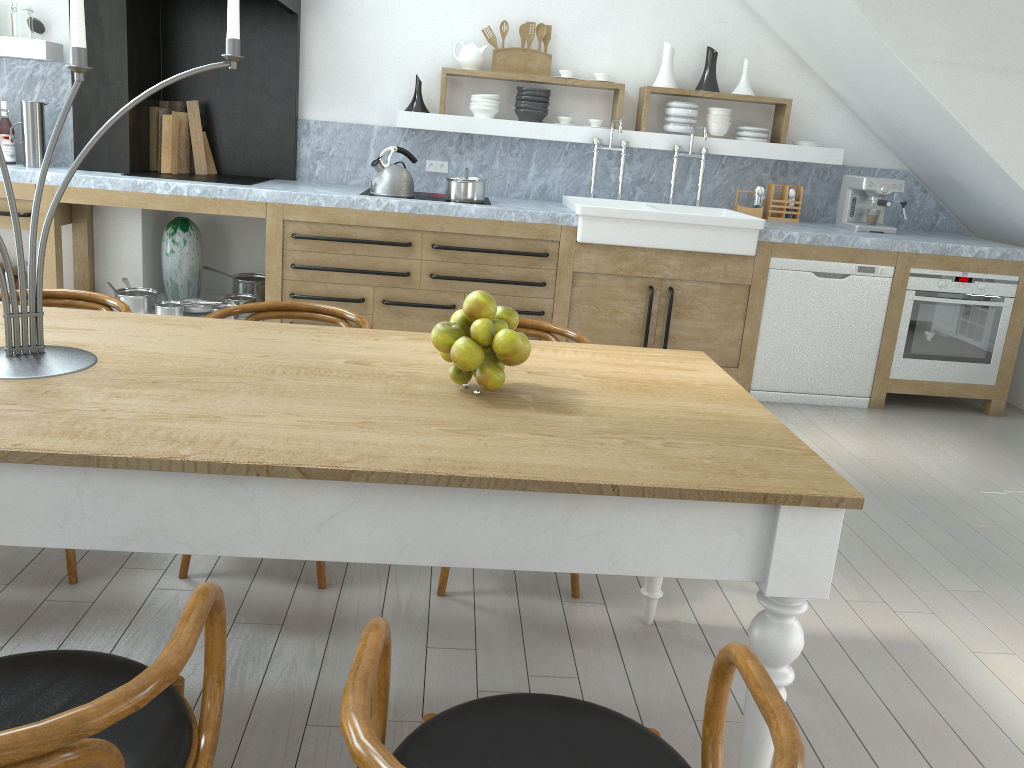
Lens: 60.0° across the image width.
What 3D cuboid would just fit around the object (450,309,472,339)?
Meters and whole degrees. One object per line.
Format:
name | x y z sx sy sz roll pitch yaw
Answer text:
object | -0.100 -0.128 1.911 0.072 0.070 0.066 -5 18 -34

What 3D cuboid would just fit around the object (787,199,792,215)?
object | 1.742 -1.122 5.553 0.018 0.194 0.023 6 14 3

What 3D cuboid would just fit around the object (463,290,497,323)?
object | -0.067 -0.160 1.862 0.072 0.074 0.073 4 15 -4

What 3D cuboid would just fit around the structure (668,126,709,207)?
structure | 1.110 -1.257 5.272 0.214 0.526 0.335 -1 16 -23

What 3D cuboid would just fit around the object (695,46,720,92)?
object | 1.200 -1.905 5.370 0.156 0.266 0.157 5 14 0

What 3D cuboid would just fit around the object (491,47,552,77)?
object | 0.058 -1.931 5.317 0.353 0.156 0.085 4 14 -4

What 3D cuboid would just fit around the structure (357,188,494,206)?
structure | -0.482 -1.047 5.040 0.737 0.041 0.652 4 16 -4

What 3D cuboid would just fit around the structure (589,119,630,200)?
structure | 0.624 -1.288 5.234 0.214 0.526 0.335 -1 16 -23

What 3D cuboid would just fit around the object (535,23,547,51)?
object | 0.163 -1.998 5.298 0.067 0.296 0.039 4 14 -4

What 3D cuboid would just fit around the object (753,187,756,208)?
object | 1.510 -1.131 5.515 0.022 0.194 0.019 1 15 -16

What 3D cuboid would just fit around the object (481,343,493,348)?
object | -0.052 -0.104 1.948 0.062 0.059 0.062 5 15 0

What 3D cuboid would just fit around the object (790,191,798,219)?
object | 1.760 -1.116 5.538 0.022 0.194 0.019 4 14 -4

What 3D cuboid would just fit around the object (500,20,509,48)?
object | -0.054 -2.018 5.298 0.055 0.297 0.028 4 14 -4

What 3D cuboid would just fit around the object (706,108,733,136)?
object | 1.260 -1.599 5.411 0.158 0.159 0.155 11 16 23

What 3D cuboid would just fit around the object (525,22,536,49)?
object | 0.100 -2.002 5.291 0.057 0.297 0.019 4 14 -4

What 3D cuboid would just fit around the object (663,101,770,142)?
object | 1.258 -1.603 5.435 0.657 0.194 0.199 4 15 -5

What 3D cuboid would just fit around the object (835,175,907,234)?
object | 2.179 -1.062 5.275 0.324 0.318 0.389 4 15 -4

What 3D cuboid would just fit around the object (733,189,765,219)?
object | 1.479 -1.124 5.535 0.173 0.170 0.101 4 14 -3

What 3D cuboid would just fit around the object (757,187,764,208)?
object | 1.532 -1.124 5.486 0.040 0.191 0.042 14 16 31

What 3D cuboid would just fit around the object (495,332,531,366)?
object | 0.002 -0.074 1.868 0.077 0.076 0.077 -6 18 -36

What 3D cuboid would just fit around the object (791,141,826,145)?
object | 1.843 -1.490 5.510 0.213 0.025 0.215 0 16 -16

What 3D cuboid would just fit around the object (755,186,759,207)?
object | 1.518 -1.132 5.522 0.018 0.195 0.020 6 14 5

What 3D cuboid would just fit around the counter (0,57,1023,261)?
counter | -0.210 -1.303 5.063 6.574 0.615 0.969 4 15 -4

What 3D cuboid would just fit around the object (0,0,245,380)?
object | -0.903 -0.468 1.760 0.775 0.869 0.267 -4 16 -30

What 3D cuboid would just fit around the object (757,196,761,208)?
object | 1.530 -1.126 5.505 0.018 0.194 0.023 3 14 -9

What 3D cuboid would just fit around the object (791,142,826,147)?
object | 1.842 -1.482 5.512 0.213 0.025 0.215 0 16 -16

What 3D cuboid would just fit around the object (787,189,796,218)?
object | 1.737 -1.117 5.523 0.042 0.191 0.040 -8 19 -43

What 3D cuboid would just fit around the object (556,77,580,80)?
object | 0.327 -1.838 5.341 0.164 0.012 0.165 8 16 12

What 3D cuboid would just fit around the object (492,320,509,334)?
object | -0.033 -0.114 1.885 0.053 0.050 0.053 -5 18 -32

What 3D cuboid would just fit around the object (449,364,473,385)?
object | -0.108 -0.024 1.883 0.051 0.050 0.050 5 15 -1

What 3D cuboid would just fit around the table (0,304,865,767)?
table | -1.138 0.325 1.937 3.348 0.793 1.026 4 15 -4

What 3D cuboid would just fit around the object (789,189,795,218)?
object | 1.750 -1.116 5.534 0.018 0.195 0.020 9 15 17

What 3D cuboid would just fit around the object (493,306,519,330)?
object | -0.016 -0.141 1.929 0.062 0.059 0.063 4 15 -4

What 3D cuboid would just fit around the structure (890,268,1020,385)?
structure | 2.465 -0.396 5.261 0.632 0.632 0.635 4 15 -4

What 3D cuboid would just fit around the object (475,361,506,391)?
object | -0.045 -0.017 1.852 0.064 0.063 0.064 7 15 6

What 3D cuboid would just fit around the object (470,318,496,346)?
object | -0.060 -0.107 1.821 0.053 0.057 0.058 7 15 10

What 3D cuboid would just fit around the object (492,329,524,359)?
object | -0.008 -0.082 1.808 0.062 0.063 0.063 -8 20 -40

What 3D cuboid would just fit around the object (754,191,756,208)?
object | 1.504 -1.117 5.498 0.044 0.177 0.020 -7 18 -38

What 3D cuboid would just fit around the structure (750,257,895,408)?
structure | 1.705 -0.354 5.230 0.724 0.817 0.603 4 15 -4

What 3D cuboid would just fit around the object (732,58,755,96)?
object | 1.421 -1.869 5.402 0.156 0.217 0.157 -1 16 -23

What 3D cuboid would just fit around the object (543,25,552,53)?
object | 0.199 -2.000 5.318 0.057 0.292 0.030 4 14 -4

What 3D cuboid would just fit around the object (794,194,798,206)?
object | 1.768 -1.111 5.558 0.044 0.177 0.020 -2 16 -26

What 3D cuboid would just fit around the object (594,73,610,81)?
object | 0.542 -1.847 5.352 0.098 0.048 0.099 3 15 -7

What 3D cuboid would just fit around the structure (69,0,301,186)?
structure | -1.769 -2.099 4.860 1.075 1.871 0.786 4 14 -4

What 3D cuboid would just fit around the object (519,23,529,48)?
object | 0.065 -2.010 5.307 0.061 0.297 0.040 3 14 -7

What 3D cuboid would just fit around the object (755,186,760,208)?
object | 1.529 -1.138 5.533 0.040 0.191 0.042 14 17 32

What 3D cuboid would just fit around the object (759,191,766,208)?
object | 1.542 -1.114 5.497 0.019 0.177 0.044 0 15 -19

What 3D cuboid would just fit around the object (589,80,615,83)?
object | 0.540 -1.824 5.358 0.164 0.012 0.165 8 16 12

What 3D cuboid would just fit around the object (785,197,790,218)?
object | 1.731 -1.117 5.568 0.019 0.177 0.044 3 14 -7

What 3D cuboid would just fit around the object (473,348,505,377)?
object | -0.055 -0.045 1.921 0.080 0.073 0.078 17 19 39

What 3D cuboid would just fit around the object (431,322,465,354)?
object | -0.133 -0.096 1.851 0.072 0.063 0.071 2 15 -11

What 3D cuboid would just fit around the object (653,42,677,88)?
object | 0.938 -1.922 5.353 0.156 0.266 0.157 1 15 -15

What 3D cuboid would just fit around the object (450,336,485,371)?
object | -0.091 -0.062 1.814 0.071 0.072 0.071 -7 19 -38

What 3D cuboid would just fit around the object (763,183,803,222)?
object | 1.701 -1.137 5.556 0.200 0.221 0.104 4 14 -4

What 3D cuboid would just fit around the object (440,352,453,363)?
object | -0.127 -0.074 1.913 0.059 0.055 0.060 2 15 -10

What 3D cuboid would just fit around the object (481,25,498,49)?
object | -0.092 -2.003 5.297 0.199 0.257 0.016 6 14 6
